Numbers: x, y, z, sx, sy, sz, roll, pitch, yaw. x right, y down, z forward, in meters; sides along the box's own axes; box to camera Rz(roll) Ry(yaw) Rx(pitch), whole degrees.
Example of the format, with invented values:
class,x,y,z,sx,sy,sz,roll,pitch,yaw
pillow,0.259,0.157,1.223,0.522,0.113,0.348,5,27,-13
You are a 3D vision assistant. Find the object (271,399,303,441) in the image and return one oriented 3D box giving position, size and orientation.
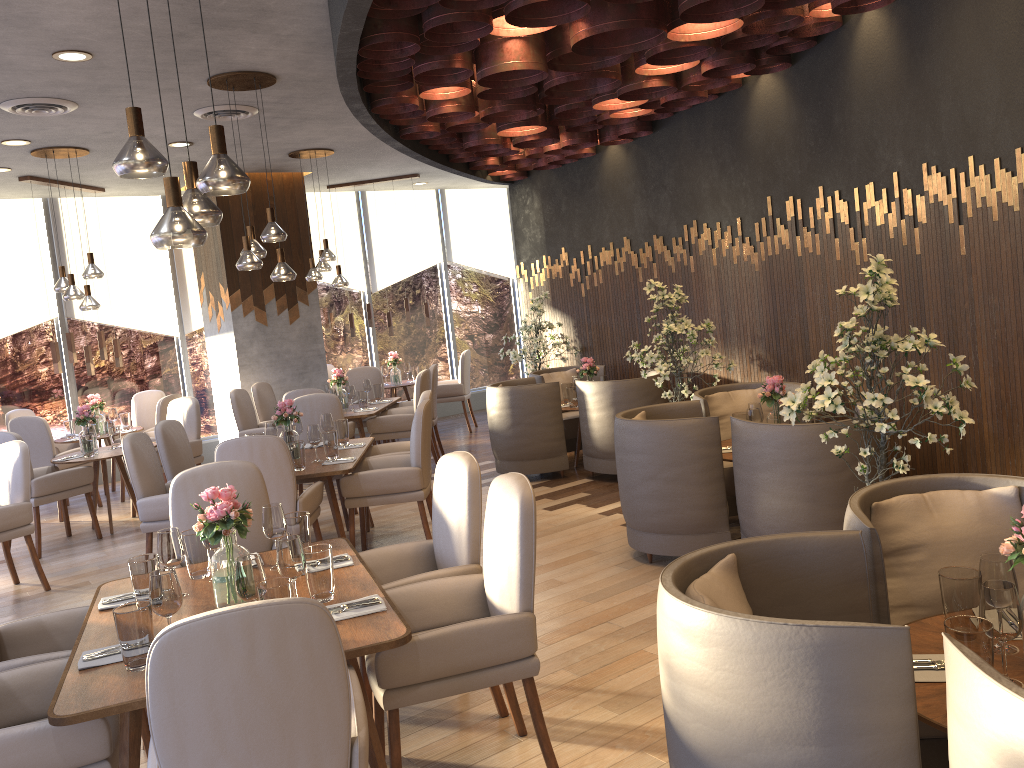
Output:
class,x,y,z,sx,sy,sz,roll,pitch,yaw
object,-1.509,0.308,5.971,0.210,0.415,0.198,-5,4,12

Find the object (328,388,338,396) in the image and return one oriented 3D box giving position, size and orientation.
class,x,y,z,sx,sy,sz,roll,pitch,yaw
object,-1.696,0.166,8.421,0.092,0.244,0.092,-9,5,-33

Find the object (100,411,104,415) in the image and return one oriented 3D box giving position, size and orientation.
class,x,y,z,sx,sy,sz,roll,pitch,yaw
object,-4.249,0.378,9.146,0.092,0.244,0.092,-8,5,-27

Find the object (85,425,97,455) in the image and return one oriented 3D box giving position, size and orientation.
class,x,y,z,sx,sy,sz,roll,pitch,yaw
object,-3.512,0.471,7.402,0.092,0.244,0.092,-10,5,-42

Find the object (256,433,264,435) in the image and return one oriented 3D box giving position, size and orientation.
class,x,y,z,sx,sy,sz,roll,pitch,yaw
object,-1.756,0.434,6.134,0.102,0.178,0.102,-5,4,13

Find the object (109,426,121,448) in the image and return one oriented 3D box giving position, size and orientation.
class,x,y,z,sx,sy,sz,roll,pitch,yaw
object,-3.475,0.464,7.766,0.102,0.178,0.102,-10,6,-44

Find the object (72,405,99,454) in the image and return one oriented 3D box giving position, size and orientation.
class,x,y,z,sx,sy,sz,roll,pitch,yaw
object,-3.625,0.383,7.545,0.210,0.415,0.198,-5,4,12

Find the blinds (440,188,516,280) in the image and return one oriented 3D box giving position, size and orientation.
class,x,y,z,sx,sy,sz,roll,pitch,yaw
blinds,-0.551,-2.806,12.906,1.176,2.675,0.007,-9,5,-36

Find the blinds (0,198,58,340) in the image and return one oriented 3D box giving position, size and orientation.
class,x,y,z,sx,sy,sz,roll,pitch,yaw
blinds,-5.542,-1.612,9.283,1.176,2.675,0.007,-9,5,-36

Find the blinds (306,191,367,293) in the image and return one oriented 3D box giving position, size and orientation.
class,x,y,z,sx,sy,sz,roll,pitch,yaw
blinds,-2.558,-2.463,11.451,1.176,2.675,0.007,-9,5,-36

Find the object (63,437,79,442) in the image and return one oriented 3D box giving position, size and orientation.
class,x,y,z,sx,sy,sz,roll,pitch,yaw
object,-4.276,0.536,8.727,0.157,0.019,0.256,-5,6,9

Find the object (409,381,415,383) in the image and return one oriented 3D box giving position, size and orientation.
class,x,y,z,sx,sy,sz,roll,pitch,yaw
object,-1.167,-0.037,11.047,0.255,0.019,0.158,-6,6,3

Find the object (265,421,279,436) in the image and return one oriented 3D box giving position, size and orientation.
class,x,y,z,sx,sy,sz,roll,pitch,yaw
object,-1.676,0.386,6.201,0.092,0.244,0.092,-5,4,17

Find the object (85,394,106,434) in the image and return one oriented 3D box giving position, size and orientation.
class,x,y,z,sx,sy,sz,roll,pitch,yaw
object,-4.220,0.302,9.009,0.210,0.415,0.198,-8,5,-23

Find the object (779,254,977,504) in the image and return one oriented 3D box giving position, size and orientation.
class,x,y,z,sx,sy,sz,roll,pitch,yaw
object,1.526,0.266,3.673,0.746,1.613,0.791,-4,5,31

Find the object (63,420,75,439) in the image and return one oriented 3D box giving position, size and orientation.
class,x,y,z,sx,sy,sz,roll,pitch,yaw
object,-4.438,0.456,8.899,0.102,0.178,0.102,-6,4,3

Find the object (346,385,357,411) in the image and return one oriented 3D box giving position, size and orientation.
class,x,y,z,sx,sy,sz,roll,pitch,yaw
object,-1.546,0.137,8.551,0.092,0.244,0.092,-10,5,-40

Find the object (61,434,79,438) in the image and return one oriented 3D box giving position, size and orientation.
class,x,y,z,sx,sy,sz,roll,pitch,yaw
object,-4.461,0.522,9.068,0.255,0.019,0.158,-6,6,7

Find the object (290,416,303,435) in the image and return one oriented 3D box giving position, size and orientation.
class,x,y,z,sx,sy,sz,roll,pitch,yaw
object,-1.534,0.357,6.333,0.092,0.244,0.092,-5,4,20

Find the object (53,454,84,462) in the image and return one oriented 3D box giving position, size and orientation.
class,x,y,z,sx,sy,sz,roll,pitch,yaw
object,-3.646,0.606,7.334,0.157,0.019,0.256,-3,6,28

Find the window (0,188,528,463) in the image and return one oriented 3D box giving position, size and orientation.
class,x,y,z,sx,sy,sz,roll,pitch,yaw
window,-4.089,-0.487,6.908,8.056,3.192,16.171,-5,6,9

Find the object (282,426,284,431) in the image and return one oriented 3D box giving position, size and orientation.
class,x,y,z,sx,sy,sz,roll,pitch,yaw
object,-1.604,0.389,6.417,0.102,0.178,0.102,-5,4,11

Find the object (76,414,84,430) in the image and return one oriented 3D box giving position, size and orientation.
class,x,y,z,sx,sy,sz,roll,pitch,yaw
object,-4.348,0.408,8.952,0.092,0.244,0.092,-4,5,32

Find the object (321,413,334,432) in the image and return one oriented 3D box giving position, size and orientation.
class,x,y,z,sx,sy,sz,roll,pitch,yaw
object,-1.315,0.333,6.336,0.092,0.244,0.092,-3,5,41

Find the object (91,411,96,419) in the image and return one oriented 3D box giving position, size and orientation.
class,x,y,z,sx,sy,sz,roll,pitch,yaw
object,-4.177,0.400,8.841,0.092,0.244,0.092,-4,5,28

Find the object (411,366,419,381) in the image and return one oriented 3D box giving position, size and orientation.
class,x,y,z,sx,sy,sz,roll,pitch,yaw
object,-1.218,-0.128,11.203,0.102,0.178,0.102,-3,6,39

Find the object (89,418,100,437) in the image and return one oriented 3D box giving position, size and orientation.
class,x,y,z,sx,sy,sz,roll,pitch,yaw
object,-4.121,0.437,8.747,0.102,0.178,0.102,-3,5,35

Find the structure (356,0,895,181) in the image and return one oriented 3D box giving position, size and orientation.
class,x,y,z,sx,sy,sz,roll,pitch,yaw
structure,0.489,-2.026,4.994,2.756,0.555,9.474,-7,6,-6

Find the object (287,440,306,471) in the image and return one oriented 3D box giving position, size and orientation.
class,x,y,z,sx,sy,sz,roll,pitch,yaw
object,-1.337,0.449,5.527,0.102,0.178,0.102,-6,4,6

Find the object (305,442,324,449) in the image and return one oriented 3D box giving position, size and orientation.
class,x,y,z,sx,sy,sz,roll,pitch,yaw
object,-1.443,0.445,6.486,0.157,0.019,0.255,-7,6,-5

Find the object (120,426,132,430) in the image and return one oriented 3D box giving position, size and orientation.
class,x,y,z,sx,sy,sz,roll,pitch,yaw
object,-4.114,0.465,9.262,0.157,0.019,0.256,-5,6,15

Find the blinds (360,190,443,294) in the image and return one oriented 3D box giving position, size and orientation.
class,x,y,z,sx,sy,sz,roll,pitch,yaw
blinds,-1.553,-2.624,12.179,1.176,2.675,0.007,-9,5,-36

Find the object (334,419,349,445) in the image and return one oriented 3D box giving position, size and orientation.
class,x,y,z,sx,sy,sz,roll,pitch,yaw
object,-1.227,0.349,6.406,0.102,0.178,0.102,-9,5,-35

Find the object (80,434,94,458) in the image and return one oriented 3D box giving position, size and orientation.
class,x,y,z,sx,sy,sz,roll,pitch,yaw
object,-3.492,0.512,7.297,0.102,0.178,0.102,-3,5,35

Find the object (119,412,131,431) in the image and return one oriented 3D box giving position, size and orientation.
class,x,y,z,sx,sy,sz,roll,pitch,yaw
object,-3.954,0.385,9.076,0.102,0.178,0.102,-9,5,-33

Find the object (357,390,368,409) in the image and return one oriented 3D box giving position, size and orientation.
class,x,y,z,sx,sy,sz,roll,pitch,yaw
object,-1.447,0.154,8.606,0.102,0.178,0.102,-2,6,44

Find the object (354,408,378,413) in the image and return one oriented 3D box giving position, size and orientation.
class,x,y,z,sx,sy,sz,roll,pitch,yaw
object,-1.410,0.246,8.447,0.255,0.019,0.158,-5,6,8

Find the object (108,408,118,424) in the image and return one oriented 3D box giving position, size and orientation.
class,x,y,z,sx,sy,sz,roll,pitch,yaw
object,-4.055,0.368,9.026,0.092,0.244,0.092,-5,4,14

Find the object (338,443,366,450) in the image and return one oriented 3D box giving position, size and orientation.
class,x,y,z,sx,sy,sz,roll,pitch,yaw
object,-1.164,0.438,6.254,0.255,0.019,0.158,-6,6,-1

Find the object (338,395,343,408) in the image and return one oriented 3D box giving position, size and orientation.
class,x,y,z,sx,sy,sz,roll,pitch,yaw
object,-1.641,0.203,8.327,0.102,0.178,0.102,-3,5,35

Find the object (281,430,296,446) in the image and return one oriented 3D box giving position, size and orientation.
class,x,y,z,sx,sy,sz,roll,pitch,yaw
object,-1.407,0.415,5.612,0.092,0.244,0.092,-8,4,-20

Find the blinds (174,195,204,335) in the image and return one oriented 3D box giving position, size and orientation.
class,x,y,z,sx,sy,sz,roll,pitch,yaw
blinds,-3.540,-1.988,10.735,1.176,2.675,0.007,-9,5,-36

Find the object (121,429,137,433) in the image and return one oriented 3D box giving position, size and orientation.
class,x,y,z,sx,sy,sz,roll,pitch,yaw
object,-3.925,0.479,8.916,0.255,0.019,0.158,-5,6,11

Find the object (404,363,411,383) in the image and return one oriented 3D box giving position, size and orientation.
class,x,y,z,sx,sy,sz,roll,pitch,yaw
object,-1.312,-0.144,11.140,0.092,0.244,0.092,-2,6,45

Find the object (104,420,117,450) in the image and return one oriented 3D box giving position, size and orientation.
class,x,y,z,sx,sy,sz,roll,pitch,yaw
object,-3.465,0.441,7.655,0.092,0.244,0.092,-6,4,10

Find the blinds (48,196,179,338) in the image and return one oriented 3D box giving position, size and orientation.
class,x,y,z,sx,sy,sz,roll,pitch,yaw
blinds,-4.539,-1.787,10.010,1.176,2.675,0.007,-9,5,-36

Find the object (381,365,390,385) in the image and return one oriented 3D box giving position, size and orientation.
class,x,y,z,sx,sy,sz,roll,pitch,yaw
object,-1.580,-0.108,11.073,0.092,0.244,0.092,-7,4,-13

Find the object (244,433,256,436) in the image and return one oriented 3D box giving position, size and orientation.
class,x,y,z,sx,sy,sz,roll,pitch,yaw
object,-1.648,0.440,5.630,0.092,0.244,0.092,-8,4,-22

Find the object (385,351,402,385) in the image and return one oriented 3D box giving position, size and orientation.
class,x,y,z,sx,sy,sz,roll,pitch,yaw
object,-1.450,-0.199,10.980,0.210,0.415,0.198,-4,5,32

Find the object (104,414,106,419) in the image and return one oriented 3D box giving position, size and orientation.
class,x,y,z,sx,sy,sz,roll,pitch,yaw
object,-4.288,0.405,9.249,0.102,0.178,0.102,-9,5,-29
